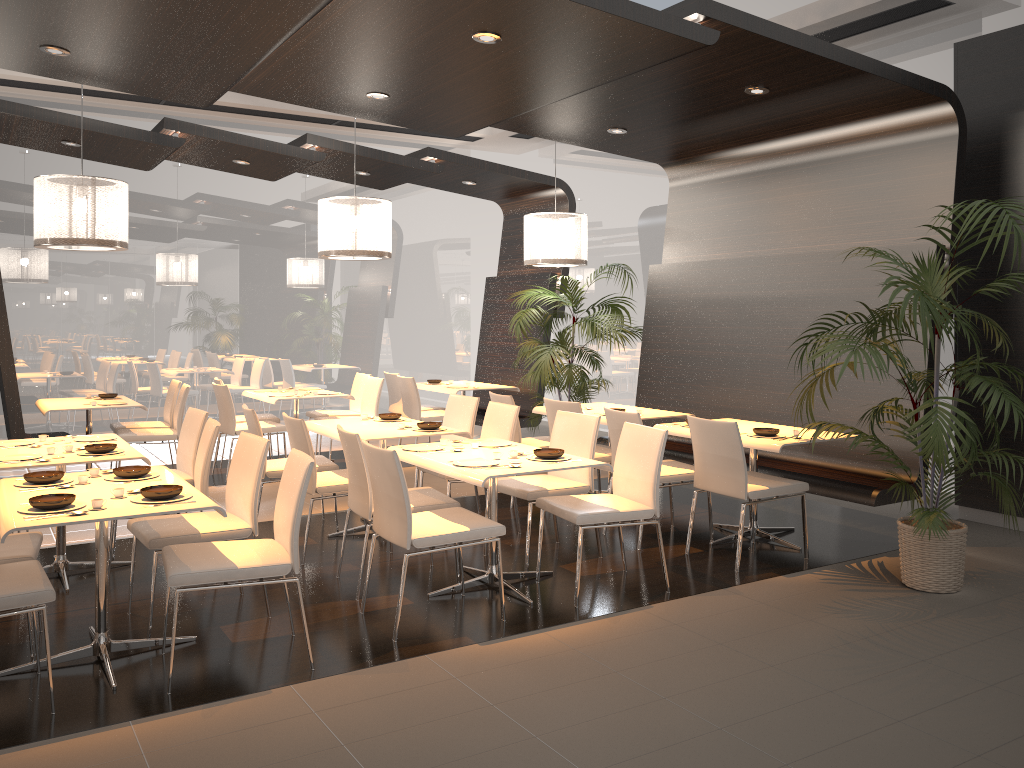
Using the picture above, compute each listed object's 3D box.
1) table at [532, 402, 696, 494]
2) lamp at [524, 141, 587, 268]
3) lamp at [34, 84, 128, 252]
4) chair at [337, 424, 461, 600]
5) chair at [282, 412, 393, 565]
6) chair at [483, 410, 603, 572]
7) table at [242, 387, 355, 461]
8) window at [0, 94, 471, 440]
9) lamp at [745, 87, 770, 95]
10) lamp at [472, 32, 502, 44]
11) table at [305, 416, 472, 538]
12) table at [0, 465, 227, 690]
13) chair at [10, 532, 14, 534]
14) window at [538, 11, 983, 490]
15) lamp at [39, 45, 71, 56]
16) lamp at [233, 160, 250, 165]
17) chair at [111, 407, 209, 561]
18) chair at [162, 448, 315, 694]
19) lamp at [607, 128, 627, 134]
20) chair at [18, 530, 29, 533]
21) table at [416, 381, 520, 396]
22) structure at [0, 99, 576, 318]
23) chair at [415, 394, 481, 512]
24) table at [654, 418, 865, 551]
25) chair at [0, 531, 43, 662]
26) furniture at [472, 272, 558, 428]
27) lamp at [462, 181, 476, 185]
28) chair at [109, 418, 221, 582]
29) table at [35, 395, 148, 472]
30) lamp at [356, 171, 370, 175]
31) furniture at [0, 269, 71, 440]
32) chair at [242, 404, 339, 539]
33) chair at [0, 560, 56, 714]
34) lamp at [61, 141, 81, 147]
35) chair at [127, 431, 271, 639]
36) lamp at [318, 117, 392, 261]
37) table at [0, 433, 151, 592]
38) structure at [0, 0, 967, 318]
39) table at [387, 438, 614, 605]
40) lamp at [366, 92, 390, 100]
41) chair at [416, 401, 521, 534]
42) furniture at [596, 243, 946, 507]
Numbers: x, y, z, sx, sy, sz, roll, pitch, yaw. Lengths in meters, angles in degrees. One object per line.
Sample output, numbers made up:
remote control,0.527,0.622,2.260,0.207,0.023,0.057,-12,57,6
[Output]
table,0.810,0.576,7.192,0.800,0.725,1.149,-1,3,-32
lamp,0.430,-2.133,8.734,0.627,1.930,0.627,0,0,0
lamp,-3.167,-1.963,6.513,0.627,1.930,0.627,0,0,-4
chair,-0.656,0.673,4.945,0.605,0.874,0.484,-1,1,-24
chair,-1.128,0.622,5.618,0.605,0.874,0.484,-1,1,-29
chair,0.202,0.632,5.476,0.605,0.874,0.484,-1,1,-34
table,-2.169,0.450,8.891,0.800,0.725,1.149,-1,3,-32
window,-3.265,-1.345,10.865,6.583,3.979,0.070,-2,1,-32
lamp,1.658,-1.998,5.980,0.161,0.050,0.162,-2,4,-26
lamp,-0.138,-1.922,4.871,0.161,0.050,0.162,-2,4,-26
table,-0.792,0.650,6.221,1.053,0.725,1.149,-2,3,-32
table,-1.786,0.829,3.848,0.800,0.725,1.149,-1,3,-32
chair,-2.905,0.699,4.582,0.605,0.869,0.484,-1,1,-29
window,2.044,-1.253,9.594,0.070,3.976,6.590,0,3,-32
lamp,-2.637,-1.938,5.102,0.160,0.050,0.160,-3,5,-37
lamp,-2.635,-2.173,8.604,0.161,0.056,0.162,-3,5,-37
chair,-2.294,0.615,5.689,0.605,0.869,0.484,-1,1,-34
chair,-1.175,0.756,3.813,0.605,0.869,0.484,-1,1,-24
lamp,0.864,-2.094,7.265,0.161,0.050,0.162,-2,4,-26
chair,-3.161,0.657,5.144,0.605,0.869,0.484,-1,1,-24
table,-0.547,0.374,9.885,0.800,0.725,1.149,-1,3,-32
structure,-2.177,-1.522,8.874,5.937,1.727,1.403,-2,3,-32
chair,-0.592,0.535,6.745,0.605,0.869,0.484,-1,1,-34
table,1.623,0.670,5.941,0.800,0.725,1.149,-1,3,-32
chair,-2.400,0.754,3.847,0.605,0.869,0.484,-1,1,-24
furniture,-0.188,-0.416,10.098,0.757,1.675,1.403,0,2,-32
lamp,-0.481,-2.274,9.934,0.161,0.056,0.162,-3,5,-37
chair,-1.990,0.664,5.063,0.605,0.874,0.484,-1,1,-24
table,-3.783,0.525,7.908,0.800,0.725,1.149,-1,3,-32
lamp,-1.566,-2.223,9.263,0.161,0.056,0.162,-3,5,-37
furniture,-4.147,-0.229,7.653,0.757,1.675,1.403,0,2,-32
chair,-1.559,0.580,6.156,0.605,0.869,0.484,-1,1,-24
chair,-2.090,0.793,3.333,0.605,0.869,0.484,-1,1,-34
lamp,-3.902,-2.140,7.821,0.160,0.054,0.161,-2,4,-26
chair,-1.543,0.714,4.398,0.605,0.874,0.484,-1,1,-34
lamp,-1.354,-2.049,7.632,0.627,1.930,0.627,0,0,-4
table,-2.601,0.735,5.098,0.800,0.725,1.149,-1,3,-32
structure,-2.184,-1.196,4.475,10.668,1.736,2.905,-3,4,-32
table,-0.106,0.750,4.886,0.800,0.725,1.149,-1,3,-32
lamp,-0.932,-2.018,6.155,0.161,0.050,0.162,-2,4,-26
chair,-0.288,0.582,6.118,0.605,0.869,0.484,-1,1,-29
furniture,1.817,-0.179,6.941,0.757,1.674,2.905,0,3,-32
